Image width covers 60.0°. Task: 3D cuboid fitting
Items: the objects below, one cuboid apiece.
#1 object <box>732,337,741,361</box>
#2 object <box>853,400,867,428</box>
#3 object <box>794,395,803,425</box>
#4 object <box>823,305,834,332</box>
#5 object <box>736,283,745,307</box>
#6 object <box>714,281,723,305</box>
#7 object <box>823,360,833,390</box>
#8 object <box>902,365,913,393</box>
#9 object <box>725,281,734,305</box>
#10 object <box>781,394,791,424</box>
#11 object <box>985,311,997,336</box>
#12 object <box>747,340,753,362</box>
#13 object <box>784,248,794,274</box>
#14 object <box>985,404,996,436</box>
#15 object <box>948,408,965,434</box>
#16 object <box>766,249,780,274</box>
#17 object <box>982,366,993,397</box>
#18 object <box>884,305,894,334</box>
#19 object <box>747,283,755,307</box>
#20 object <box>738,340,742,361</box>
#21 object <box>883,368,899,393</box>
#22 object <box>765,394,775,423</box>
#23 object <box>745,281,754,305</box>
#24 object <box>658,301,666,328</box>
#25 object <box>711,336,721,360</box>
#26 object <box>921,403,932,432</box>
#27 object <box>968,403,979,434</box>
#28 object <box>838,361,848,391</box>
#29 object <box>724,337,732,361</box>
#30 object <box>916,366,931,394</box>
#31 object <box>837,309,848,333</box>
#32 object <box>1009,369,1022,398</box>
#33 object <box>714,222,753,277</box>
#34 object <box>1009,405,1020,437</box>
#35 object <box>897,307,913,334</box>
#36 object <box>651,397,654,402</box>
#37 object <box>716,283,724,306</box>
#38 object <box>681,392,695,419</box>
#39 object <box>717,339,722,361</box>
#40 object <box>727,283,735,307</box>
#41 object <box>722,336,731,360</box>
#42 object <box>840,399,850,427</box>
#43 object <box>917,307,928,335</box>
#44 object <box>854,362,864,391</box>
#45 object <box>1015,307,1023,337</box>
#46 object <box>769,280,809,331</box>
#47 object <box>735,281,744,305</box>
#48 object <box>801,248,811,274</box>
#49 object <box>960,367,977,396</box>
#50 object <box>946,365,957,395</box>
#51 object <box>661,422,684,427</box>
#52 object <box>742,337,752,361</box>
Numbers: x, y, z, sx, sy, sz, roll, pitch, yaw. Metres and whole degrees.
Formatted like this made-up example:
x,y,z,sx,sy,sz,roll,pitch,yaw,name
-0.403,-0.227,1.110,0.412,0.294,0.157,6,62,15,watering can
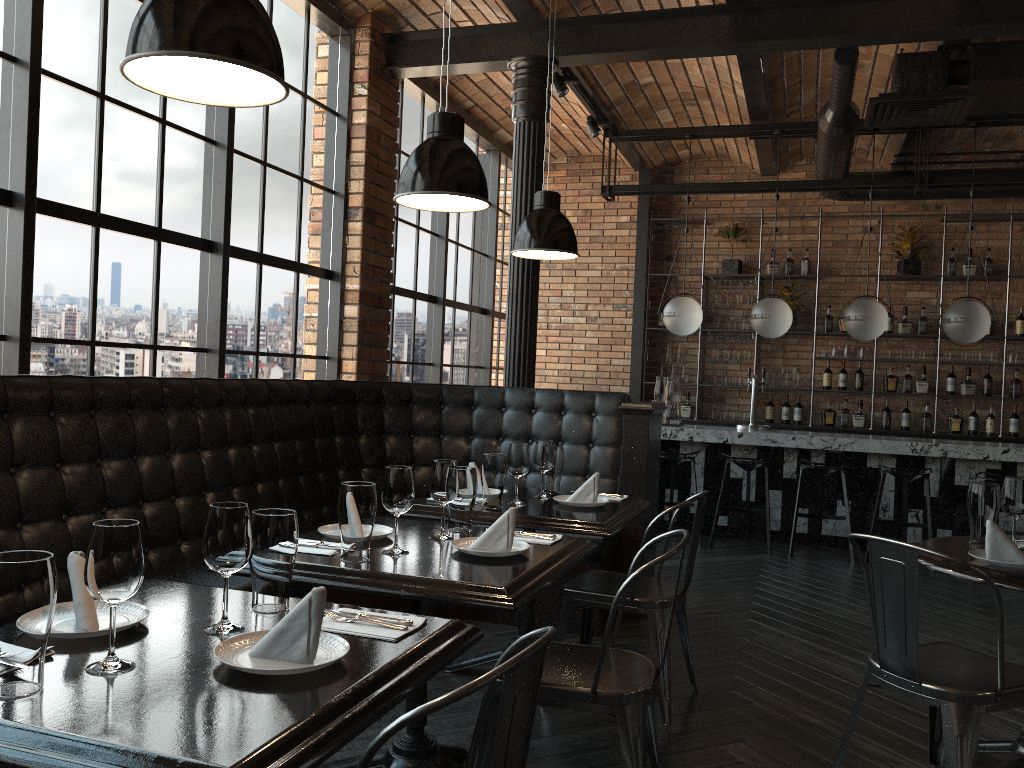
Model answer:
x,y,z,sx,sy,sz,roll,pitch,yaw,name
2.316,-0.363,9.136,0.092,0.244,0.092,3,1,24,object
3.468,0.299,8.836,0.123,0.279,0.123,3,1,32,object
2.921,0.263,9.038,0.086,0.298,0.086,2,1,-23,object
3.192,-0.652,8.945,0.083,0.282,0.083,3,1,3,object
2.393,-0.935,9.287,0.092,0.244,0.092,3,1,24,object
2.143,-0.945,9.196,0.092,0.244,0.092,3,1,24,object
3.189,-0.088,8.950,0.086,0.299,0.086,2,1,-23,object
3.889,-0.048,8.713,0.083,0.282,0.083,3,1,18,object
2.247,-0.940,9.161,0.092,0.244,0.092,3,1,24,object
2.816,0.257,9.098,0.086,0.298,0.086,2,1,-23,object
4.556,-0.570,8.494,0.094,0.248,0.151,2,1,-43,object
2.466,-0.358,9.260,0.092,0.244,0.092,3,1,24,object
2.832,-1.242,9.066,0.083,0.282,0.083,3,1,3,object
4.581,0.342,8.483,0.080,0.299,0.080,3,1,21,object
4.295,0.353,8.576,0.151,0.248,0.094,3,1,27,object
2.683,-1.247,9.116,0.123,0.279,0.123,3,1,7,object
4.557,-0.025,8.496,0.086,0.299,0.086,2,1,-23,object
3.732,-0.635,8.775,0.086,0.298,0.086,2,1,-23,object
2.491,-0.930,9.254,0.092,0.244,0.092,3,1,24,object
2.368,-0.362,9.293,0.092,0.244,0.092,3,1,24,object
3.742,-0.036,8.760,0.151,0.248,0.094,3,1,7,object
2.659,0.251,9.123,0.086,0.299,0.086,2,1,-23,object
2.440,-0.931,9.098,0.092,0.244,0.092,3,1,24,object
1.615,-0.734,9.498,0.086,0.298,0.086,2,1,-23,object
2.118,-0.372,9.202,0.092,0.244,0.092,3,1,24,object
4.049,0.324,8.658,0.083,0.282,0.083,3,1,3,object
4.447,0.335,8.541,0.086,0.298,0.086,2,1,-23,object
3.335,-0.082,8.928,0.086,0.298,0.086,2,1,-23,object
2.274,-0.367,9.324,0.092,0.244,0.092,3,1,24,object
4.016,-0.039,8.656,0.123,0.279,0.123,3,1,32,object
3.343,-0.627,8.894,0.151,0.248,0.094,3,1,22,object
4.785,-0.006,8.417,0.083,0.282,0.083,3,1,3,object
2.307,-1.402,9.267,0.377,0.554,0.422,3,1,6,object
4.777,0.349,8.426,0.086,0.298,0.086,2,1,-23,object
3.859,-0.618,8.711,0.123,0.279,0.123,3,1,7,object
1.534,0.199,9.494,0.086,0.299,0.086,2,1,-23,object
2.194,-0.944,9.352,0.092,0.244,0.092,3,1,24,object
1.858,0.224,9.366,0.123,0.279,0.123,3,1,32,object
2.170,-0.372,9.358,0.092,0.244,0.092,3,1,24,object
2.299,-0.939,9.318,0.092,0.244,0.092,3,1,24,object
2.222,-0.367,9.167,0.092,0.244,0.092,3,1,24,object
3.341,0.290,8.892,0.083,0.282,0.083,3,1,18,object
4.016,-0.613,8.673,0.083,0.282,0.083,3,1,18,object
3.470,-0.075,8.854,0.086,0.297,0.086,2,1,-23,object
4.829,-0.582,8.411,0.086,0.299,0.086,2,1,-23,object
2.825,-0.789,9.037,0.430,0.526,0.425,3,1,30,object
2.341,-0.935,9.130,0.092,0.244,0.092,3,1,24,object
2.990,-1.235,9.014,0.083,0.282,0.083,3,1,33,object
4.390,-0.022,8.533,0.123,0.279,0.123,3,1,7,object
4.263,-0.038,8.597,0.086,0.298,0.086,2,1,-23,object
1.338,0.347,7.756,0.273,0.019,0.437,3,1,18,object
2.415,-0.358,9.104,0.092,0.244,0.092,3,1,24,object
